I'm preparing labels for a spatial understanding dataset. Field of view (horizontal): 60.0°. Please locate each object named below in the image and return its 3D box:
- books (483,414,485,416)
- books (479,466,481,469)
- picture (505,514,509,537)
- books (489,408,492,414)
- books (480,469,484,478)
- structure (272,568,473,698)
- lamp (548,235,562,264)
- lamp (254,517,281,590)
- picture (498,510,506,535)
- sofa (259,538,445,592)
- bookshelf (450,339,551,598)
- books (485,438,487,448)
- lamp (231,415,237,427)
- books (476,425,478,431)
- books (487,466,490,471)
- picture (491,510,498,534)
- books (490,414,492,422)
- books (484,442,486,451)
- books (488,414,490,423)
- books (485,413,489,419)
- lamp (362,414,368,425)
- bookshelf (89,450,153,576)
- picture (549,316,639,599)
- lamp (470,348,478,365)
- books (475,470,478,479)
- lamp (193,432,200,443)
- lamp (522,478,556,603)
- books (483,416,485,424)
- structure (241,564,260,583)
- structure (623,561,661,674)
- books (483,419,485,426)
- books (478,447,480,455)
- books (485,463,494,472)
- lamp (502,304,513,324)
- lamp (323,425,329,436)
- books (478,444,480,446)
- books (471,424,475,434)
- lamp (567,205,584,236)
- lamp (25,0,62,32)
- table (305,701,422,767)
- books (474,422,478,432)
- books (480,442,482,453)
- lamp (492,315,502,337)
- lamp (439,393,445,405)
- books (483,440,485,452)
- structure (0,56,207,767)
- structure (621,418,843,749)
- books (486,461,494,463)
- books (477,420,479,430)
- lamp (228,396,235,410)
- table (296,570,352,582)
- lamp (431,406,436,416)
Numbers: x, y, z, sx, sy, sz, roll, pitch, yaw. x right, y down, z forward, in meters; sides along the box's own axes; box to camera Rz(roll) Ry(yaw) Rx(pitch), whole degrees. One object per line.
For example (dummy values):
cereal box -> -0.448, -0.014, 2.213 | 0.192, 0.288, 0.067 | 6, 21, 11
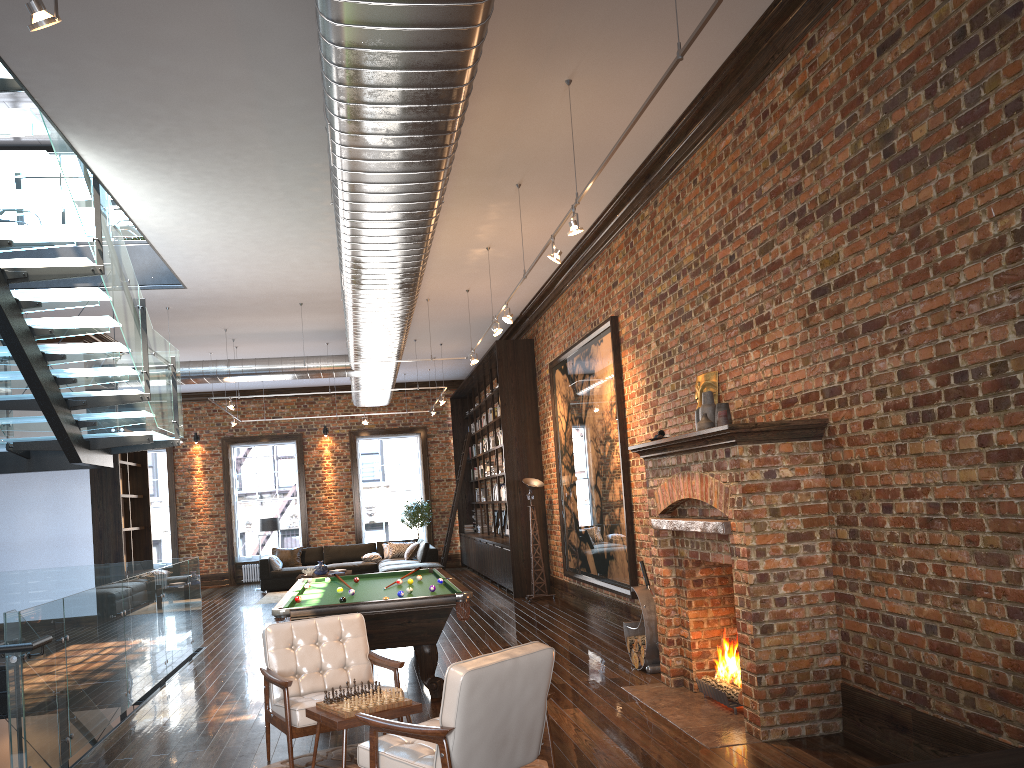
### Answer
books -> -0.507, 0.786, 18.600 | 0.166, 0.314, 0.016 | -3, -2, -10
books -> -0.617, 1.940, 19.538 | 0.185, 0.285, 0.036 | -3, -3, -10
picture -> -0.064, 2.682, 17.046 | 0.112, 0.495, 0.511 | -4, -5, -10
books -> -0.351, 0.641, 17.580 | 0.186, 0.327, 0.069 | -3, -3, -10
books -> -0.560, 1.926, 19.126 | 0.235, 0.201, 0.046 | -3, -3, -10
structure -> -1.269, 2.275, 8.216 | 1.551, 0.847, 2.978 | -3, -7, -10
lamp -> 0.324, -1.043, 6.880 | 0.114, 0.229, 0.114 | -2, -4, -36
lamp -> -5.063, 3.501, 18.254 | 0.689, 1.460, 0.420 | -5, -3, 20
picture -> -0.203, 2.796, 17.877 | 0.112, 0.495, 0.511 | -4, -5, -10
sofa -> -3.202, 3.585, 17.348 | 3.497, 0.800, 3.475 | -3, -7, -10
bookshelf -> -0.429, 1.797, 17.398 | 0.599, 3.978, 7.462 | -4, -6, -10
books -> -0.464, 1.275, 18.465 | 0.183, 0.312, 0.013 | -3, -2, -10
lamp -> -5.556, 0.742, 17.728 | 0.114, 0.229, 0.113 | -6, -4, 31
books -> -0.707, 1.016, 19.816 | 0.170, 0.194, 0.084 | -3, -3, -10
books -> -0.444, 1.843, 18.647 | 0.147, 0.231, 0.036 | -3, -3, -10
picture -> -0.366, 2.930, 18.843 | 0.112, 0.495, 0.511 | -4, -5, -10
books -> -0.330, 0.679, 17.400 | 0.193, 0.201, 0.027 | -3, -3, -10
books -> -0.476, 1.328, 18.528 | 0.191, 0.225, 0.025 | -3, -3, -10
books -> -0.407, 0.735, 17.983 | 0.143, 0.249, 0.078 | -3, -3, -10
books -> -0.453, 0.746, 18.208 | 0.176, 0.287, 0.030 | -3, -2, -10
lamp -> -3.183, 0.764, 19.211 | 0.113, 0.229, 0.114 | -1, -4, -41
bookshelf -> -5.931, 1.935, 13.522 | 0.400, 3.500, 1.793 | -4, -3, -10
picture -> 0.925, 0.985, 10.938 | 0.080, 2.987, 3.223 | -4, -5, -10
lamp -> -0.505, -0.361, 11.811 | 0.113, 0.229, 0.114 | -4, -3, 4
books -> -0.723, 2.048, 20.091 | 0.231, 0.224, 0.024 | -3, -3, -10
lamp -> -7.131, 1.217, 20.031 | 0.126, 0.235, 0.156 | -3, -4, -10
lamp -> 0.375, 2.294, 13.132 | 0.425, 1.819, 0.508 | -4, -3, -5
books -> -0.500, 0.793, 18.467 | 0.192, 0.265, 0.017 | -3, -2, -10
structure -> -5.521, 4.282, 20.262 | 1.300, 0.394, 0.217 | -3, -4, -10
structure -> 1.309, 1.979, 7.622 | 0.537, 0.915, 0.933 | -3, -5, -9
books -> -0.496, 0.818, 18.402 | 0.187, 0.199, 0.030 | -3, -3, -10
books -> -0.699, 1.520, 19.848 | 0.185, 0.209, 0.069 | -3, -3, -10
books -> -0.472, 1.823, 18.696 | 0.188, 0.286, 0.013 | -3, -2, -10
lamp -> -0.050, -0.733, 9.122 | 0.114, 0.229, 0.114 | -5, -4, 19
lamp -> -4.313, 1.081, 20.514 | 0.126, 0.235, 0.156 | -3, -4, -10
books -> -0.707, 1.495, 19.942 | 0.190, 0.280, 0.006 | -3, -2, -10
books -> -0.805, 1.035, 20.150 | 0.234, 0.251, 0.028 | -3, -3, -10
lamp -> 0.438, -1.146, 6.201 | 0.118, 0.212, 0.117 | -6, -4, 32
lamp -> -1.685, -1.370, 3.191 | 0.113, 0.229, 0.114 | -3, -4, -21
table -> -0.788, 1.983, 4.779 | 0.516, 0.492, 0.466 | -1, -6, -35
books -> -0.754, 0.992, 19.943 | 0.190, 0.278, 0.017 | -3, -2, -10
books -> -0.601, 1.408, 19.305 | 0.174, 0.281, 0.113 | -3, -3, -10
lamp -> -0.161, -0.642, 9.777 | 0.114, 0.229, 0.114 | -2, -4, -31
lamp -> -1.289, 0.278, 16.426 | 0.113, 0.229, 0.114 | -2, -4, -34
books -> -0.509, 1.326, 18.730 | 0.178, 0.284, 0.088 | -3, -3, -10
structure -> -4.850, 1.037, 7.084 | 3.573, 14.428, 7.085 | -4, -3, -10
structure -> 1.376, 1.309, 6.213 | 0.886, 1.897, 2.013 | -3, -5, -10
books -> -0.455, 1.803, 18.721 | 0.161, 0.330, 0.006 | -3, -2, -10
books -> -0.653, 0.918, 19.422 | 0.187, 0.279, 0.028 | -3, -2, -10
lamp -> -4.725, 0.325, 14.895 | 0.114, 0.229, 0.114 | -5, -3, 11
table -> -3.521, 3.759, 16.740 | 0.999, 0.343, 1.008 | -3, -7, -10
lamp -> -1.621, 0.552, 18.402 | 0.114, 0.229, 0.114 | -6, -4, 29
